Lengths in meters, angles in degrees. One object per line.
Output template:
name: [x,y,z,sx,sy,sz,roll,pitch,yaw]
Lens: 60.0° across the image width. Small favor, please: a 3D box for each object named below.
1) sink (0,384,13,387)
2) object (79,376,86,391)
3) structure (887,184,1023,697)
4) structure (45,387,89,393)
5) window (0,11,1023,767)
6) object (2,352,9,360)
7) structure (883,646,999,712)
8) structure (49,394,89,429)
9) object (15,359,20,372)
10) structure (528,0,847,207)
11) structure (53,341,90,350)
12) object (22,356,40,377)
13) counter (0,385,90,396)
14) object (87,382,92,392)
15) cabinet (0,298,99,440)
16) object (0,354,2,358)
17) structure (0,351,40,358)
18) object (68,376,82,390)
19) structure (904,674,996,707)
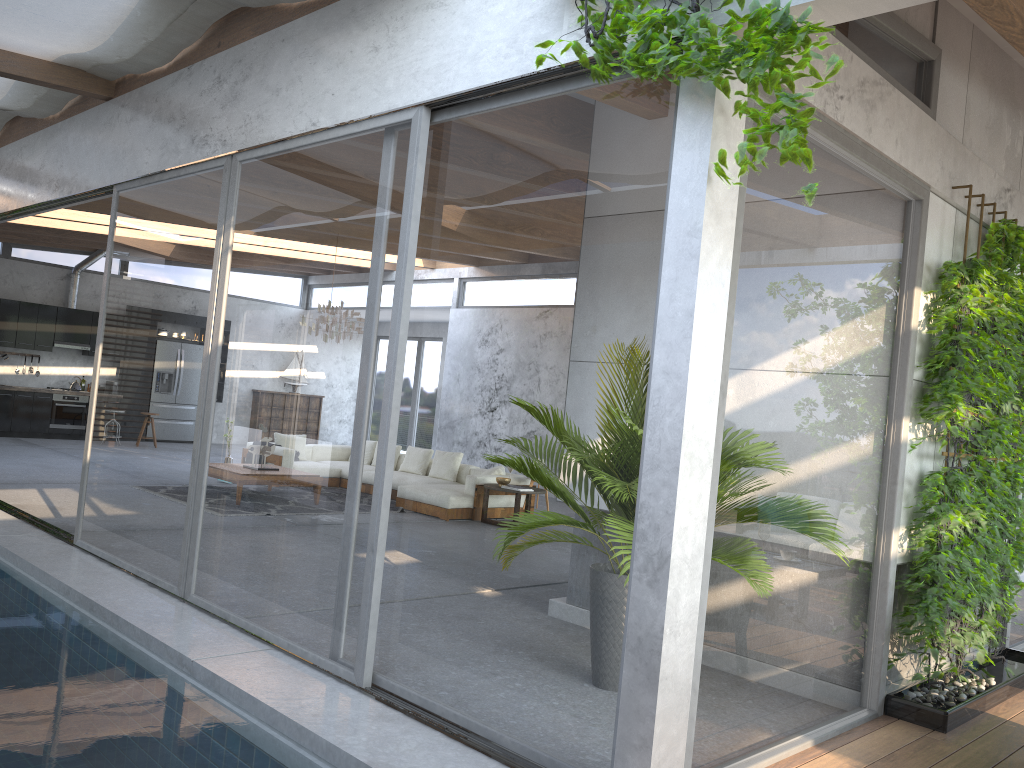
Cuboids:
sink: [-8.702,-0.022,14.805,0.514,0.514,0.526,4,-2,45]
object: [-7.767,-0.007,16.077,0.082,0.282,0.089,5,-2,40]
structure: [2.658,0.350,4.983,1.851,2.669,0.500,7,-2,-45]
structure: [-7.872,0.099,15.656,0.496,0.031,0.605,4,-2,45]
window: [-2.905,-0.533,10.585,23.280,3.764,14.294,4,-2,45]
object: [-8.651,-0.471,15.151,0.117,0.139,0.093,7,-2,-28]
structure: [1.761,1.414,5.904,2.203,0.595,2.012,4,-2,45]
structure: [-7.895,0.471,15.633,0.584,0.588,0.587,4,-2,45]
object: [-8.521,-0.360,15.308,0.066,0.325,0.071,4,-2,45]
structure: [0.607,-1.549,2.755,1.822,2.054,0.918,5,-2,42]
structure: [-7.869,-0.686,15.753,0.368,0.104,0.599,4,-2,45]
object: [-8.352,-0.318,15.436,0.070,0.380,0.282,4,-2,45]
counter: [-8.569,0.056,14.945,0.607,0.061,3.805,4,-2,45]
object: [-7.702,0.052,16.176,0.080,0.183,0.039,7,-2,-33]
cabinet: [-7.813,-0.282,15.715,0.709,2.502,5.901,4,-2,43]
object: [-8.732,-0.481,15.079,0.117,0.139,0.093,7,-2,-43]
structure: [-8.600,-0.525,15.229,0.081,0.046,0.932,4,-2,45]
object: [-7.728,-0.018,15.720,0.222,0.235,0.222,5,-2,35]
structure: [2.309,1.603,4.651,0.231,0.044,0.928,4,-2,45]
